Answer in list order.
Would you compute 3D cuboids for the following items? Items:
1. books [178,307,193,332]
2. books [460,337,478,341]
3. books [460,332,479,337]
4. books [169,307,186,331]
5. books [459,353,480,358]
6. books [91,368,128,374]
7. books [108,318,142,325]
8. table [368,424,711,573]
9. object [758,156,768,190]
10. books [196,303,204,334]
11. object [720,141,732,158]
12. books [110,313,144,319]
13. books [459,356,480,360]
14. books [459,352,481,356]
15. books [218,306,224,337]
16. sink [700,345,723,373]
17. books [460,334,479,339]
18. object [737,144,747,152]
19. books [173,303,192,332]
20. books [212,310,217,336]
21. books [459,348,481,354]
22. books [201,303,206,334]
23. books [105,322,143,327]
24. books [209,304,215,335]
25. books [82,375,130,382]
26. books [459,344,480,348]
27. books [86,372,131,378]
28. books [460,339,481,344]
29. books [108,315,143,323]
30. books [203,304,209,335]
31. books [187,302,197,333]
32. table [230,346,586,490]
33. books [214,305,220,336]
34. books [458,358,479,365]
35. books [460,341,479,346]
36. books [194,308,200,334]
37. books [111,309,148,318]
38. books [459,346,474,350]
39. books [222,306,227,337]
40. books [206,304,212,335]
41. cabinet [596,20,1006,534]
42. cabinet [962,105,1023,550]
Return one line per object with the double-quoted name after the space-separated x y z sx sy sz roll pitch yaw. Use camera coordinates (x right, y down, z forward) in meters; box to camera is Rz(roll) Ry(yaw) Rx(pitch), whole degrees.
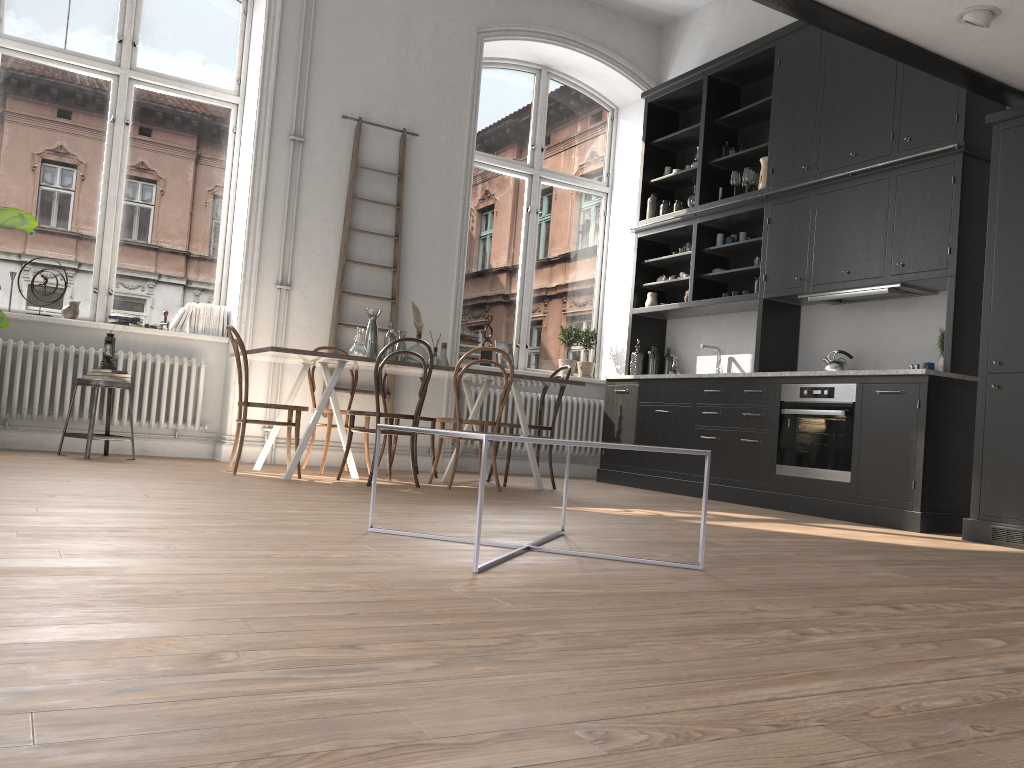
-2.513 -0.489 6.823 0.072 0.203 0.155 6 -3 -29 "books"
-0.434 -0.405 7.988 0.231 0.023 0.162 5 -3 -14 "books"
-0.428 -0.447 8.002 0.201 0.024 0.159 7 -4 -39 "books"
-2.571 -0.492 6.794 0.105 0.194 0.155 6 -3 -30 "books"
-0.440 -0.253 7.971 0.249 0.023 0.175 6 -3 -29 "books"
-2.745 -0.084 6.048 0.147 0.027 0.221 4 -3 3 "books"
-2.877 -0.460 6.600 0.205 0.022 0.155 5 -3 -9 "books"
0.067 0.379 3.088 0.849 0.392 0.849 6 -3 -29 "table"
1.950 -1.609 6.834 0.094 0.267 0.116 4 -2 12 "object"
-2.424 -0.500 6.862 0.024 0.243 0.175 6 -3 -29 "books"
1.794 -1.936 7.413 0.084 0.199 0.065 5 -2 -7 "object"
-2.863 -0.502 6.592 0.205 0.020 0.155 7 -4 -39 "books"
-0.441 -0.230 7.970 0.250 0.023 0.175 6 -3 -34 "books"
-0.437 -0.271 7.990 0.255 0.014 0.192 6 -3 -26 "books"
-2.295 -0.485 6.948 0.024 0.243 0.175 6 -3 -29 "books"
1.530 -0.082 7.365 0.514 0.504 0.526 6 -3 -29 "sink"
-0.420 -0.425 7.996 0.205 0.020 0.155 6 -3 -29 "books"
1.919 -1.915 7.414 0.065 0.177 0.084 5 -2 -7 "object"
-2.533 -0.508 6.810 0.100 0.235 0.174 6 -3 -29 "books"
-2.338 -0.471 6.923 0.020 0.205 0.155 6 -3 -29 "books"
-0.437 -0.292 7.991 0.245 0.028 0.193 6 -3 -34 "books"
-2.409 -0.498 6.881 0.019 0.243 0.174 6 -3 -29 "books"
-2.886 -0.438 6.599 0.221 0.023 0.147 4 -3 19 "books"
-2.355 -0.492 6.911 0.019 0.243 0.174 6 -3 -29 "books"
-2.758 -0.037 6.036 0.194 0.034 0.246 4 -3 11 "books"
-0.427 -0.339 7.998 0.222 0.024 0.158 6 -3 -29 "books"
-2.747 -0.062 6.045 0.162 0.029 0.232 3 -3 31 "books"
-0.428 -0.383 7.992 0.244 0.019 0.174 6 -3 -29 "books"
-2.873 -0.482 6.601 0.221 0.023 0.147 5 -3 -14 "books"
-2.400 -0.496 6.905 0.019 0.243 0.174 6 -3 -29 "books"
-2.481 -0.504 6.865 0.024 0.243 0.175 6 -3 -29 "books"
-0.740 0.274 6.125 2.201 0.779 1.100 6 -3 -29 "table"
-2.326 -0.487 6.953 0.024 0.243 0.175 6 -3 -29 "books"
-0.446 -0.198 7.969 0.248 0.043 0.192 6 -3 -29 "books"
-0.425 -0.362 7.993 0.205 0.022 0.155 6 -3 -34 "books"
-2.449 -0.483 6.859 0.020 0.205 0.155 6 -3 -29 "books"
-2.854 -0.526 6.621 0.244 0.019 0.174 6 -3 -19 "books"
-0.429 -0.317 7.991 0.205 0.022 0.155 5 -3 -15 "books"
-2.267 -0.482 6.962 0.040 0.244 0.174 6 -3 -29 "books"
-2.384 -0.494 6.920 0.024 0.243 0.175 6 -3 -29 "books"
1.945 -0.890 6.719 0.635 3.582 3.250 6 -3 -29 "cabinet"
3.170 -0.298 4.450 0.634 2.370 1.401 6 -3 -29 "cabinet"
